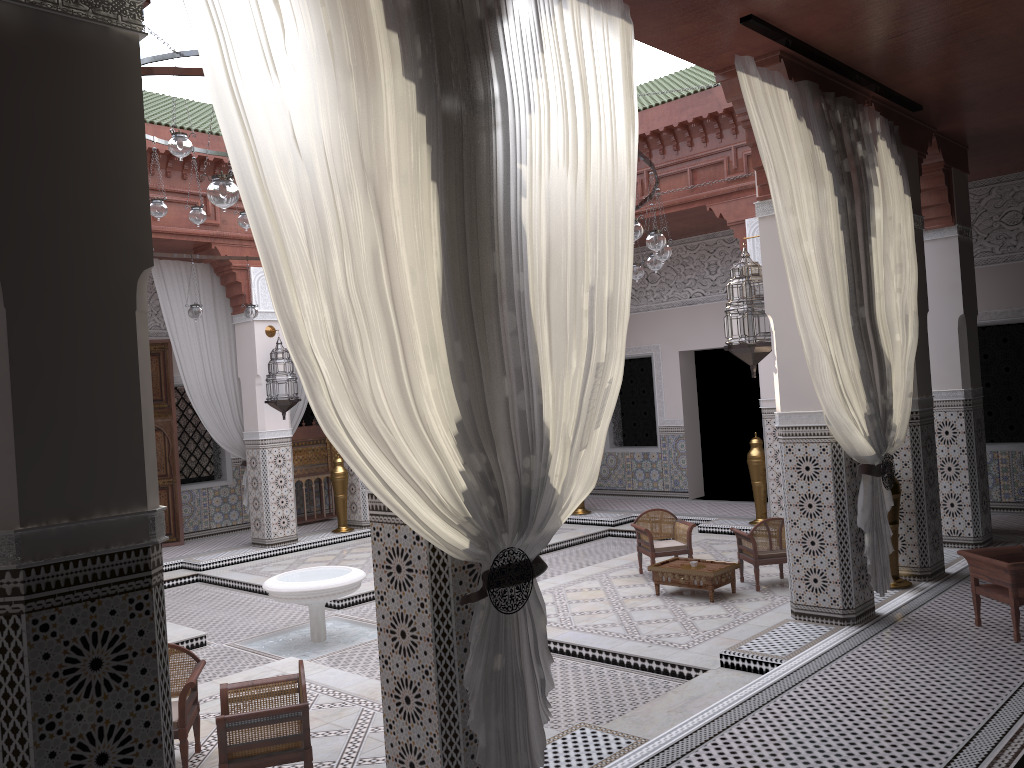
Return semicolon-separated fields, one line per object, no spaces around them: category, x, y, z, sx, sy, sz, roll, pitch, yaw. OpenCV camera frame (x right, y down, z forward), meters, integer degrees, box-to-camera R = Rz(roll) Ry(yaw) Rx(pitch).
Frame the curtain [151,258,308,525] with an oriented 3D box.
curtain;-1.714;0.085;5.874;0.048;1.761;1.304;-4;-1;43

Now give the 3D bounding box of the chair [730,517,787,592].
chair;1.140;0.739;3.953;0.263;0.313;0.208;-4;-1;-6

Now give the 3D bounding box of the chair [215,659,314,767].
chair;-0.594;0.840;2.135;0.208;0.313;0.263;-4;-1;-16

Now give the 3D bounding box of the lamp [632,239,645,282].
lamp;0.617;-0.691;4.411;0.091;0.371;0.090;-4;-1;28

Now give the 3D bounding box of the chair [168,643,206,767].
chair;-0.951;0.866;2.339;0.263;0.313;0.208;-4;-1;-11

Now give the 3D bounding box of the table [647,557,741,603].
table;0.797;0.848;3.872;0.330;0.142;0.229;-4;-1;43

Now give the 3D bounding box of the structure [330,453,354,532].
structure;-1.184;0.744;6.123;0.156;0.539;0.156;-3;-1;-41

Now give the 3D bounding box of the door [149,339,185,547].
door;-2.840;0.396;5.714;0.419;1.461;1.244;-4;-1;43

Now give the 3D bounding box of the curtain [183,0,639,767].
curtain;-0.047;-0.071;1.744;0.129;1.764;1.303;-4;-1;44

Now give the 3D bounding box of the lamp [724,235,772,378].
lamp;0.901;-0.300;3.363;0.221;0.552;0.216;-4;-1;43

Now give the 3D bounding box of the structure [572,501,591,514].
structure;0.461;0.632;6.204;0.156;0.539;0.156;-4;-1;4

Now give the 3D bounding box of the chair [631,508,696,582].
chair;0.735;0.770;4.290;0.263;0.313;0.208;-4;-1;-11

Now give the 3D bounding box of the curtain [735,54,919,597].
curtain;1.216;-0.142;3.078;0.137;1.761;1.304;-4;-1;43

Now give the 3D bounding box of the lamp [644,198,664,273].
lamp;0.652;-0.697;4.092;0.091;0.371;0.090;-4;-1;-32

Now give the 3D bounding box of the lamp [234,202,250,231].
lamp;-1.297;-0.921;4.283;0.090;0.371;0.091;-4;-1;13

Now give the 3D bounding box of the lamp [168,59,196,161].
lamp;-1.147;-0.944;3.018;0.091;0.371;0.090;-4;-1;28

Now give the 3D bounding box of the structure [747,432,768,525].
structure;1.463;0.555;5.254;0.156;0.539;0.156;-4;-1;4

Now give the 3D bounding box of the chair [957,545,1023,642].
chair;1.631;0.672;2.860;0.234;0.252;0.259;-4;-1;-7

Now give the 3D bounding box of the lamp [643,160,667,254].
lamp;0.555;-0.696;3.481;0.091;0.371;0.090;-4;-1;-32

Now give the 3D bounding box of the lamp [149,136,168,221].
lamp;-1.579;-0.906;3.917;0.090;0.371;0.091;-4;-1;-22

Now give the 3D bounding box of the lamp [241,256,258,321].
lamp;-1.494;-0.541;5.041;0.090;0.371;0.091;-4;-1;18

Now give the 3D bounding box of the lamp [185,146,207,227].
lamp;-1.470;-0.911;4.108;0.090;0.371;0.091;-4;-1;-7

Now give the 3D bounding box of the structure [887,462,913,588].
structure;1.508;0.535;3.571;0.156;0.539;0.156;-4;-1;-30

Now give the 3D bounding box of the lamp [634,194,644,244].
lamp;0.424;-0.690;3.201;0.091;0.371;0.090;-4;-1;-32

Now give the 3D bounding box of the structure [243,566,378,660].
structure;-0.828;0.969;3.797;0.501;0.310;0.528;-4;-1;43

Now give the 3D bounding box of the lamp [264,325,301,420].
lamp;-1.464;-0.081;5.623;0.217;0.618;0.216;-4;-1;43

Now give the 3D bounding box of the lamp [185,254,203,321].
lamp;-1.744;-0.526;4.854;0.090;0.371;0.091;-4;-1;8

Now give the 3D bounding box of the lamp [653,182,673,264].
lamp;0.632;-0.699;3.782;0.091;0.371;0.090;-4;-1;-32

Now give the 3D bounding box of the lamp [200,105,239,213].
lamp;-0.744;-0.620;2.242;0.091;0.371;0.090;-4;-1;-32
